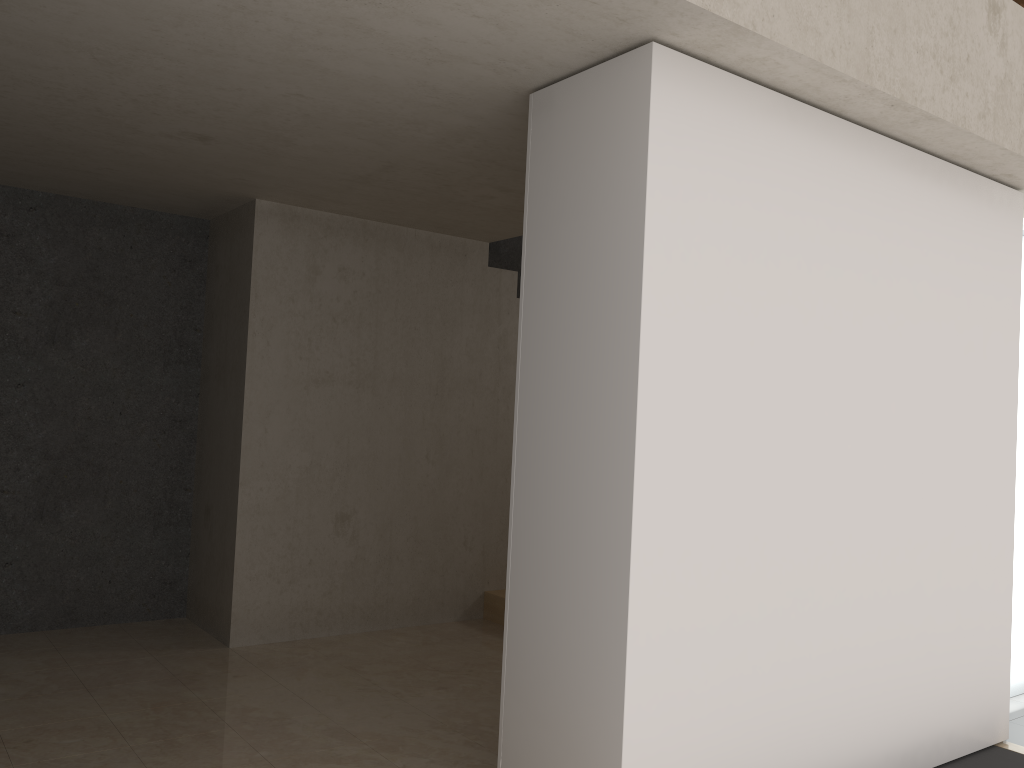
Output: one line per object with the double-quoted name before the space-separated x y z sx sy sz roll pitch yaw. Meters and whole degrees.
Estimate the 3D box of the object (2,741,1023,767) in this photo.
"object" 0.087 1.002 4.731 6.200 1.455 4.200 4 -3 -36

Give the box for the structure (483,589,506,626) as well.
"structure" 0.900 1.107 6.484 2.400 1.110 1.950 4 -3 -36
